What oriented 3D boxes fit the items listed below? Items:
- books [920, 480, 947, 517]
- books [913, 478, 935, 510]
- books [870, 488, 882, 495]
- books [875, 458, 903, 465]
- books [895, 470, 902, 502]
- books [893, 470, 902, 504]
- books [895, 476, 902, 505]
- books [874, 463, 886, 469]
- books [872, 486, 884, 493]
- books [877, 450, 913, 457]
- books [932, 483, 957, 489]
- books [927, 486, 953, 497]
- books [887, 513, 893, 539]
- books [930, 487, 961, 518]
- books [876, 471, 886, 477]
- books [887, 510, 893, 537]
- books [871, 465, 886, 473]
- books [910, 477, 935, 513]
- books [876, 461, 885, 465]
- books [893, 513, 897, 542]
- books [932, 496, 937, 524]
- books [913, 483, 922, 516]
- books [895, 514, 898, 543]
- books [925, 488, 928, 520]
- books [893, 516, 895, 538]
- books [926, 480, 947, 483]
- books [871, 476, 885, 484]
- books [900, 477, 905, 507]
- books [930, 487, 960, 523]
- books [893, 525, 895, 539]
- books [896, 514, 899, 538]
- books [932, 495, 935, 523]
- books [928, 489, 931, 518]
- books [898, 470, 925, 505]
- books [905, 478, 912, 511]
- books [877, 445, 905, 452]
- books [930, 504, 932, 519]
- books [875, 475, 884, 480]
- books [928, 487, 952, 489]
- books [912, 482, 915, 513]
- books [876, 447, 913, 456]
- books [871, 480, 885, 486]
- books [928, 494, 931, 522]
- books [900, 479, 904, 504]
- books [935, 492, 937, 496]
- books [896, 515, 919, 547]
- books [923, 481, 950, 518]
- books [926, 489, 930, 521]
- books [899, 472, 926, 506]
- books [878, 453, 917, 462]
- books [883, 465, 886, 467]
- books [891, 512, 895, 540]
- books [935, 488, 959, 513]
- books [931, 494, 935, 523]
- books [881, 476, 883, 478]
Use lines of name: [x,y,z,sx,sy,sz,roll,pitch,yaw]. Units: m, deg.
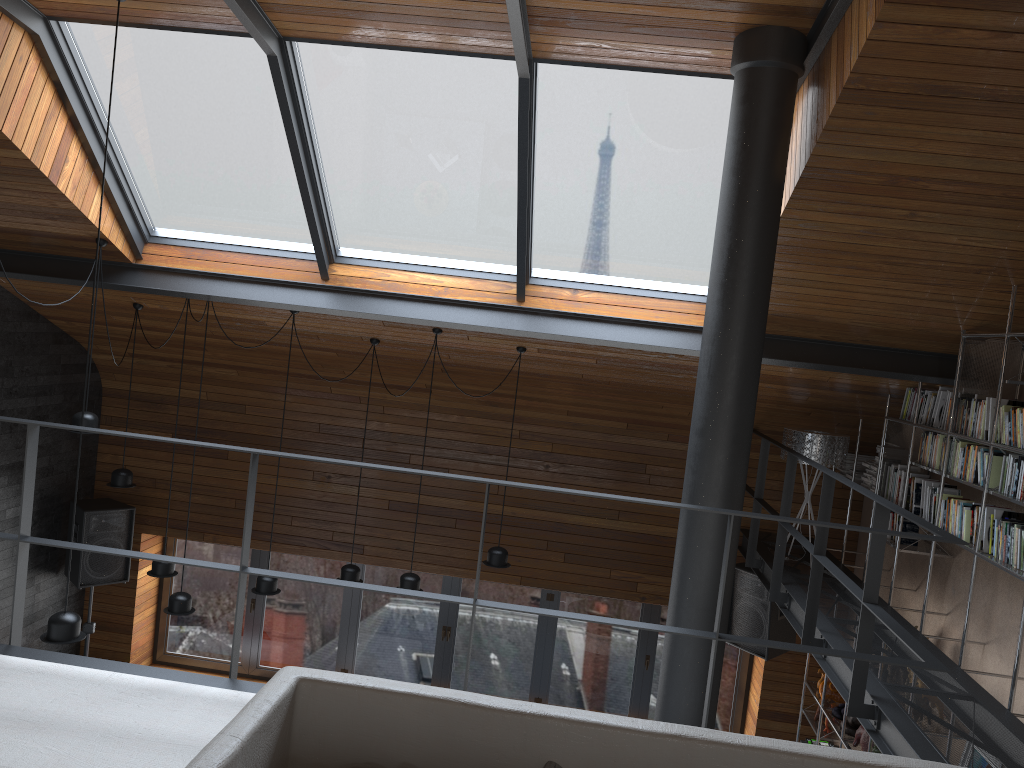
books: [2.692,0.740,5.670,0.148,0.233,0.053,7,3,5]
books: [2.677,0.735,5.736,0.148,0.233,0.053,7,3,5]
books: [2.757,0.797,6.446,0.247,0.016,0.182,7,3,5]
books: [2.773,0.571,6.453,0.208,0.017,0.167,7,3,5]
books: [2.722,0.718,6.097,0.148,0.234,0.013,7,3,5]
books: [2.718,0.717,6.110,0.148,0.234,0.013,7,3,5]
books: [2.717,0.736,6.083,0.143,0.199,0.019,7,3,5]
books: [2.777,0.611,6.450,0.254,0.012,0.158,7,3,17]
books: [2.762,0.779,6.449,0.239,0.021,0.174,7,3,11]
books: [2.793,0.510,6.451,0.216,0.021,0.174,7,3,5]
books: [2.716,0.748,5.584,0.148,0.233,0.053,7,3,5]
books: [2.675,0.753,5.535,0.164,0.217,0.048,7,3,5]
books: [2.668,0.988,6.140,0.112,0.177,0.009,7,3,5]
books: [2.677,0.752,5.478,0.177,0.217,0.046,7,3,5]
books: [2.784,0.666,6.438,0.225,0.017,0.167,7,3,5]
books: [2.667,0.977,6.148,0.111,0.198,0.008,7,3,5]
books: [2.775,0.631,6.441,0.288,0.025,0.175,7,3,11]
books: [2.683,0.732,5.795,0.143,0.235,0.055,7,3,5]
books: [2.779,0.586,6.461,0.201,0.012,0.161,7,3,5]
books: [2.676,0.977,6.046,0.133,0.218,0.051,7,3,5]
books: [2.624,0.777,5.397,0.111,0.174,0.041,7,3,5]
books: [2.672,0.750,5.719,0.148,0.206,0.053,7,3,5]
books: [2.672,0.983,6.004,0.131,0.205,0.051,7,3,5]
books: [2.658,0.759,5.548,0.127,0.200,0.046,7,3,5]
books: [2.680,0.980,6.075,0.123,0.203,0.054,7,3,5]
books: [2.713,0.740,5.699,0.143,0.236,0.062,7,3,5]
books: [2.766,0.711,6.445,0.258,0.028,0.180,7,3,11]
books: [2.705,0.738,5.973,0.148,0.206,0.018,7,3,5]
books: [2.661,0.754,5.448,0.161,0.222,0.055,7,3,5]
books: [2.679,0.987,6.058,0.126,0.197,0.047,7,3,5]
books: [2.671,0.978,5.990,0.137,0.216,0.049,7,3,5]
books: [2.631,0.775,5.423,0.112,0.176,0.039,7,3,5]
books: [2.649,0.761,5.496,0.127,0.200,0.046,7,3,5]
books: [2.729,0.718,6.061,0.146,0.240,0.023,7,3,5]
books: [2.669,0.734,5.863,0.137,0.215,0.014,7,3,5]
books: [2.805,0.476,6.460,0.228,0.016,0.182,7,3,5]
books: [2.651,0.761,5.467,0.125,0.206,0.055,7,3,5]
books: [2.777,0.691,6.449,0.222,0.012,0.160,6,3,-1]
books: [2.675,0.753,5.526,0.171,0.218,0.047,7,3,5]
books: [2.678,0.741,5.750,0.141,0.221,0.055,7,3,5]
books: [2.796,0.492,6.451,0.228,0.016,0.182,7,3,5]
books: [2.771,0.732,6.446,0.258,0.016,0.181,7,3,7]
books: [2.641,0.776,5.482,0.119,0.171,0.044,7,3,5]
books: [2.699,0.737,5.987,0.130,0.208,0.010,7,3,5]
books: [2.635,0.765,5.416,0.111,0.197,0.043,7,3,5]
books: [2.667,0.990,5.975,0.138,0.191,0.049,7,3,5]
books: [2.689,0.743,5.622,0.148,0.233,0.053,7,3,5]
books: [2.643,0.760,5.508,0.127,0.200,0.046,7,3,5]
books: [2.722,0.722,6.030,0.148,0.234,0.013,7,3,5]
books: [2.809,0.537,6.435,0.234,0.028,0.180,7,3,5]
books: [2.791,0.600,6.443,0.222,0.012,0.160,7,3,11]
books: [2.690,0.973,6.093,0.155,0.215,0.055,7,3,5]
books: [2.634,0.752,5.377,0.122,0.230,0.057,7,3,5]
books: [2.638,0.772,5.434,0.117,0.182,0.044,7,3,5]
books: [2.788,0.680,6.449,0.227,0.013,0.160,7,3,17]
